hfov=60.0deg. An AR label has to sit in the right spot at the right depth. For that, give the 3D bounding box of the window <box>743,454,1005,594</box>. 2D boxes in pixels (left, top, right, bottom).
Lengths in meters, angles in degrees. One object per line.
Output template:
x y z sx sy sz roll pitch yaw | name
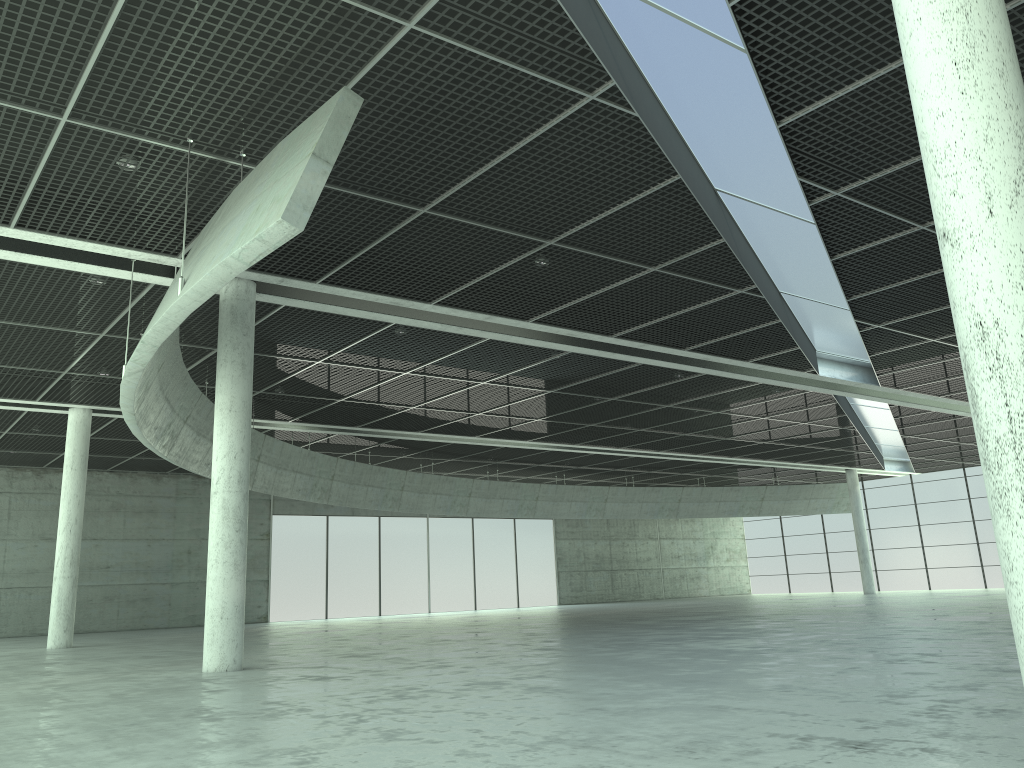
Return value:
21.153 6.638 52.259 100.748 16.078 99.618 8 -18 -36 | window

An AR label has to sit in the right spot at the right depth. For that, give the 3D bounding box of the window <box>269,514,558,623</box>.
-8.468 20.348 89.887 33.516 10.660 0.159 8 -18 -36 | window
